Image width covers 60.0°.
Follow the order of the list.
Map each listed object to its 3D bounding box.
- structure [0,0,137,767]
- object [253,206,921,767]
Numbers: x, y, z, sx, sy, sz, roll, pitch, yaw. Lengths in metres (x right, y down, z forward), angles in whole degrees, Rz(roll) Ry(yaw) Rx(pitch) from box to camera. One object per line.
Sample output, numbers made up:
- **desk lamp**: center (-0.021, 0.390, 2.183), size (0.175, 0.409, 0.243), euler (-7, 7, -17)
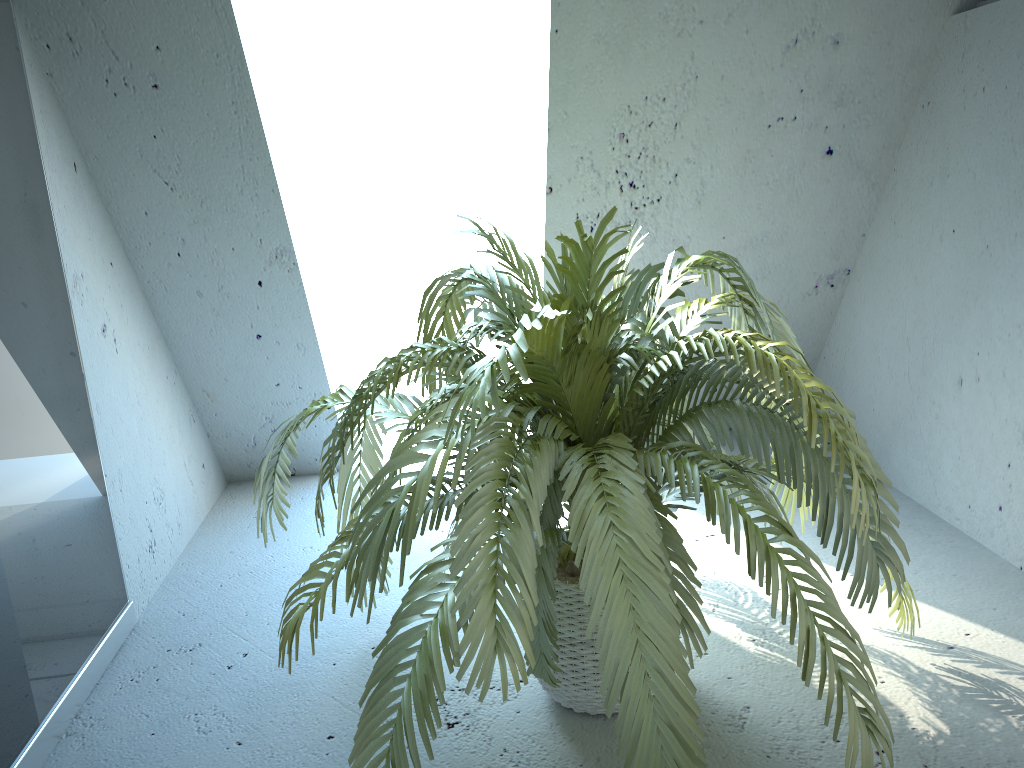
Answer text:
- **structure**: center (-1.465, -0.203, 0.905), size (1.184, 2.114, 1.835), euler (-6, 13, -4)
- **object**: center (0.120, 0.141, 1.540), size (1.112, 0.893, 1.132), euler (-11, 15, -26)
